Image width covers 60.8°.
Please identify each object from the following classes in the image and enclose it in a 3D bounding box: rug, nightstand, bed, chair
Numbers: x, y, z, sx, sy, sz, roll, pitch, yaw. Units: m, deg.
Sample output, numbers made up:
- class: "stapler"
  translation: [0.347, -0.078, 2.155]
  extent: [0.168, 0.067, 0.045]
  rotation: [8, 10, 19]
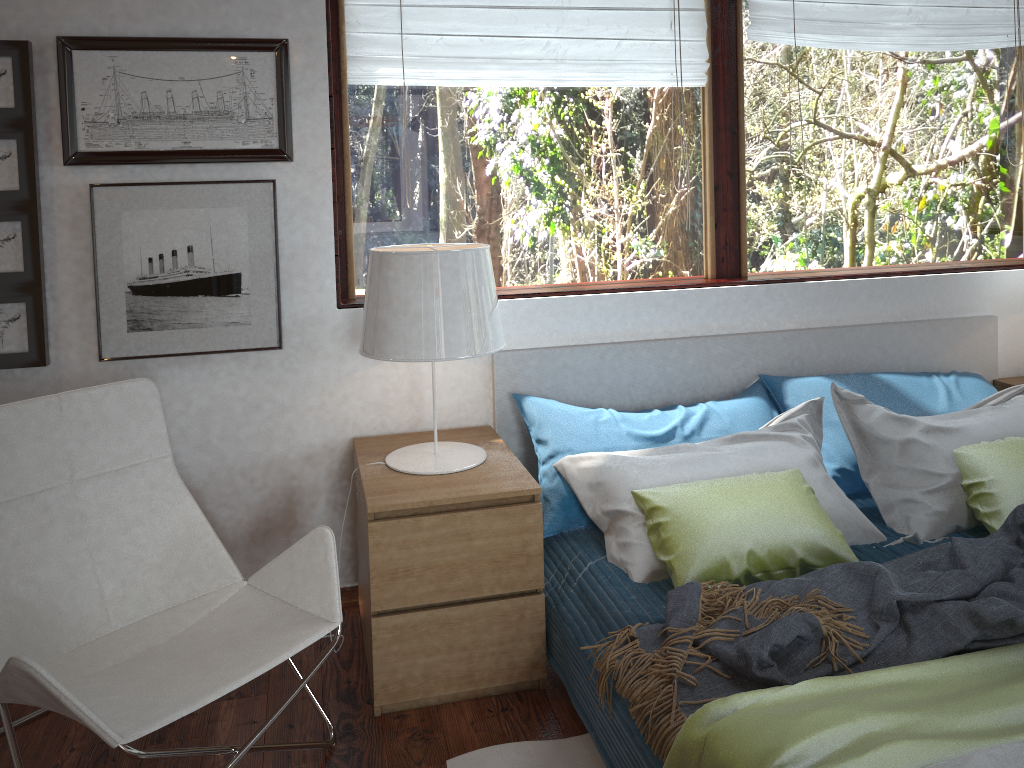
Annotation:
- class: "rug"
  translation: [1.339, 0.906, 1.341]
  extent: [2.717, 0.048, 1.837]
  rotation: [-5, 13, -13]
- class: "nightstand"
  translation: [-0.196, 0.478, 2.410]
  extent: [0.429, 0.534, 0.619]
  rotation: [-3, 8, -13]
- class: "bed"
  translation: [1.203, 0.460, 1.795]
  extent: [2.142, 0.757, 2.627]
  rotation: [-4, 12, -12]
- class: "nightstand"
  translation: [2.029, 0.296, 2.942]
  extent: [0.429, 0.534, 0.619]
  rotation: [-3, 8, -13]
- class: "chair"
  translation: [-0.829, 0.450, 1.914]
  extent: [0.802, 0.788, 0.707]
  rotation: [4, 9, 37]

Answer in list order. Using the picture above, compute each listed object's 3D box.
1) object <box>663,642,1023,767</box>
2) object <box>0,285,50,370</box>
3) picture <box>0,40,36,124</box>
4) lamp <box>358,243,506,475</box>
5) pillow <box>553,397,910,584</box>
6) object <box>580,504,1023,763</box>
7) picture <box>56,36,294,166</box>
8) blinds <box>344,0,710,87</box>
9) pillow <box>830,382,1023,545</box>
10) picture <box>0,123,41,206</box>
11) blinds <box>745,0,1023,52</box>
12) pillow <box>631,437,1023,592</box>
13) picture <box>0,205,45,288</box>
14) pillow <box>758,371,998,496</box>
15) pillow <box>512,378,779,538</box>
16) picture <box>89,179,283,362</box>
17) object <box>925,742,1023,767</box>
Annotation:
- class: "object"
  translation: [1.214, 0.680, 1.604]
  extent: [2.112, 0.442, 0.499]
  rotation: [-5, 9, -17]
- class: "object"
  translation: [-1.410, -0.154, 2.410]
  extent: [0.223, 0.223, 0.041]
  rotation: [-3, 3, -13]
- class: "picture"
  translation: [-1.427, -0.819, 2.372]
  extent: [0.223, 0.223, 0.041]
  rotation: [-3, 3, -13]
- class: "lamp"
  translation: [-0.218, -0.085, 2.405]
  extent: [0.407, 0.582, 0.411]
  rotation: [-3, 6, -16]
- class: "pillow"
  translation: [0.582, 0.281, 2.376]
  extent: [0.875, 0.354, 0.480]
  rotation: [-5, 10, -18]
- class: "object"
  translation: [1.210, 0.479, 1.820]
  extent: [2.125, 0.401, 0.642]
  rotation: [-3, 10, -5]
- class: "picture"
  translation: [-0.954, -0.811, 2.497]
  extent: [0.627, 0.359, 0.042]
  rotation: [-4, 3, -13]
- class: "blinds"
  translation: [0.079, -1.224, 2.862]
  extent: [1.237, 0.491, 0.055]
  rotation: [-4, 3, -13]
- class: "pillow"
  translation: [1.375, 0.180, 2.553]
  extent: [0.855, 0.386, 0.365]
  rotation: [-5, 8, -19]
- class: "picture"
  translation: [-1.421, -0.597, 2.385]
  extent: [0.223, 0.223, 0.041]
  rotation: [-3, 3, -13]
- class: "blinds"
  translation: [2.059, -1.593, 3.329]
  extent: [2.566, 0.650, 0.054]
  rotation: [-5, 3, -13]
- class: "pillow"
  translation: [1.009, 0.307, 2.278]
  extent: [1.381, 0.217, 0.317]
  rotation: [-5, 10, -14]
- class: "picture"
  translation: [-1.416, -0.376, 2.398]
  extent: [0.223, 0.223, 0.041]
  rotation: [-3, 3, -13]
- class: "pillow"
  translation: [1.303, 0.123, 2.866]
  extent: [0.923, 0.314, 0.373]
  rotation: [-5, 9, -16]
- class: "pillow"
  translation: [0.463, 0.186, 2.665]
  extent: [0.914, 0.325, 0.353]
  rotation: [-5, 8, -15]
- class: "picture"
  translation: [-0.931, -0.332, 2.517]
  extent: [0.505, 0.500, 0.043]
  rotation: [-3, 3, -13]
- class: "object"
  translation: [1.264, 0.704, 1.242]
  extent: [2.162, 0.371, 0.545]
  rotation: [-6, 10, -18]
